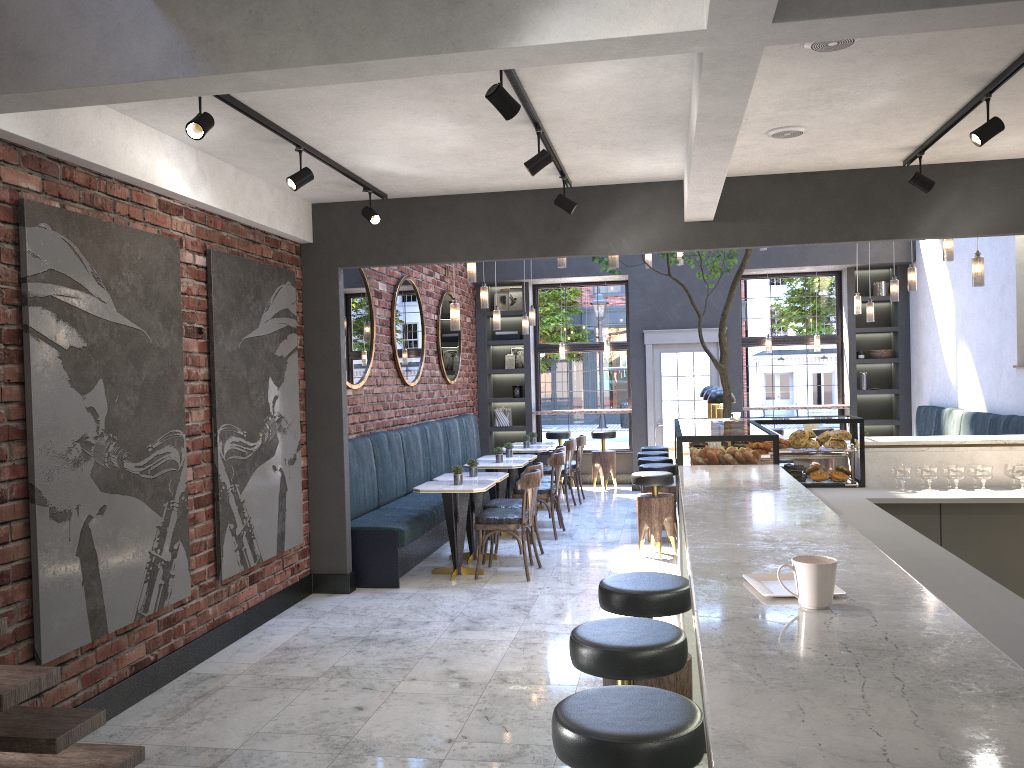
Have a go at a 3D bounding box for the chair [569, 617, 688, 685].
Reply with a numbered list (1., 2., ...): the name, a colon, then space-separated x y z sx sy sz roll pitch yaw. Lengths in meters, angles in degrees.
1. chair: 0.377 1.189 2.809 0.370 0.821 0.372 -1 1 19

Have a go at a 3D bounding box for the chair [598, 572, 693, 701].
1. chair: 0.533 1.179 3.478 0.372 0.821 0.370 -2 1 -27

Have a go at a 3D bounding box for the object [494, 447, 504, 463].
1. object: -0.134 0.728 9.150 0.118 0.165 0.122 -2 1 -12

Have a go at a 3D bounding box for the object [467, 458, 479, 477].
1. object: -0.348 0.744 7.930 0.118 0.165 0.122 -2 1 -12

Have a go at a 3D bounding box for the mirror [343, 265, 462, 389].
1. mirror: -1.106 -0.731 9.580 0.036 1.510 4.772 -1 1 10

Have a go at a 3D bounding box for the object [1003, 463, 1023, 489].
1. object: 3.115 0.571 5.504 0.114 0.147 0.114 -1 1 15

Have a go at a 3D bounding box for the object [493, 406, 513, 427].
1. object: -0.135 0.472 13.170 0.250 0.323 0.241 -1 1 10

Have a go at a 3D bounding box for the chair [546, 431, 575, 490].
1. chair: 0.683 1.099 12.802 0.370 0.821 0.372 -2 1 -27

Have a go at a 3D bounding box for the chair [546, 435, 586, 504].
1. chair: 0.702 1.092 11.400 0.521 0.851 0.497 -1 1 9

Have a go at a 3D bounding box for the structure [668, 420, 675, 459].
1. structure: 2.130 0.975 9.166 0.990 1.050 3.489 -1 1 10

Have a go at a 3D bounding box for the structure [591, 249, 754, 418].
1. structure: 1.922 -1.478 8.158 2.806 5.989 3.744 -2 1 -37

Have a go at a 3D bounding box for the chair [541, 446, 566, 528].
1. chair: 0.339 1.116 9.709 0.521 0.851 0.538 -1 1 4

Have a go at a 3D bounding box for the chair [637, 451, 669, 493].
1. chair: 1.609 1.139 10.021 0.370 0.737 0.372 -2 1 1

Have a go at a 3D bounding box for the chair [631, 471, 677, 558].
1. chair: 1.266 1.165 7.953 0.370 0.737 0.372 -2 1 -37

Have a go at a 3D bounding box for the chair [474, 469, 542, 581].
1. chair: -0.015 1.145 7.324 0.521 0.851 0.538 -1 1 11

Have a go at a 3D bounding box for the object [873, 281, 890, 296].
1. object: 5.103 -1.308 12.253 0.214 0.215 0.213 -1 1 19

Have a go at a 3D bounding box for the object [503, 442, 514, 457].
1. object: -0.033 0.720 9.723 0.118 0.165 0.122 -2 1 -12

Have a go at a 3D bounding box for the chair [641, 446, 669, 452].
1. chair: 1.752 1.129 10.717 0.370 0.737 0.372 -2 1 -37

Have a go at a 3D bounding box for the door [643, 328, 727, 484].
1. door: 2.400 0.358 12.197 1.132 2.219 0.152 -1 1 10

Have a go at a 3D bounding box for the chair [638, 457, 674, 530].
1. chair: 1.519 1.147 9.333 0.370 0.737 0.372 -2 1 -37

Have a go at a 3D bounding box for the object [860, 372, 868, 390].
1. object: 4.852 -0.040 12.240 0.098 0.248 0.098 -2 1 -41

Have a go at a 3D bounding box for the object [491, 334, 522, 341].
1. object: -0.073 -0.689 13.127 0.412 0.084 0.286 -1 1 10

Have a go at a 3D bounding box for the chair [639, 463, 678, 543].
1. chair: 1.431 1.155 8.639 0.372 0.737 0.370 -1 1 37

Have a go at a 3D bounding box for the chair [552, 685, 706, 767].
1. chair: 0.292 1.197 2.158 0.370 0.821 0.372 -2 1 -37

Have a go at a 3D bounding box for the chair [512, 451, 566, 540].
1. chair: 0.292 1.122 9.077 0.521 0.851 0.538 -1 1 11

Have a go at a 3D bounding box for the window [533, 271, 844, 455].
1. window: 1.405 -1.594 6.869 6.405 5.365 12.707 -1 1 10

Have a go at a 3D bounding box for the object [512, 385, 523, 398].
1. object: 0.083 0.113 13.110 0.152 0.181 0.152 -2 1 -42

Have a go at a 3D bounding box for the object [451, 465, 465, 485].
1. object: -0.449 0.751 7.357 0.118 0.165 0.122 -2 1 -12

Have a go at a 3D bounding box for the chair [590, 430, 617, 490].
1. chair: 1.315 1.083 12.668 0.372 0.821 0.370 -2 1 -27

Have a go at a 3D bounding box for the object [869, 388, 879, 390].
1. object: 4.984 0.068 12.192 0.130 0.026 0.130 -2 0 -7

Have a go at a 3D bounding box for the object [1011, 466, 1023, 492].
1. object: 3.093 0.573 5.374 0.114 0.147 0.114 -1 1 15

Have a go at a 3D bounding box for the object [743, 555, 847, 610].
1. object: 0.614 0.403 1.902 0.176 0.097 0.301 -2 1 1

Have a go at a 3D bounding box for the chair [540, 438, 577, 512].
1. chair: 0.535 1.101 10.841 0.521 0.851 0.538 -1 1 11

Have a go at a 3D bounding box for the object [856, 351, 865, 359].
1. object: 4.828 -0.403 12.283 0.116 0.119 0.117 -2 1 -14

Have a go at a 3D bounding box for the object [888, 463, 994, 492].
1. object: 2.673 0.582 5.544 0.575 0.147 0.255 -1 1 10

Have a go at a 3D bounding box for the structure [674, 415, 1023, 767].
1. structure: 2.257 0.895 3.240 3.205 1.300 5.804 -1 1 10

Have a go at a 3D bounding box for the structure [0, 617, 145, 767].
1. structure: -1.984 0.068 1.748 1.000 2.845 3.029 -1 1 10

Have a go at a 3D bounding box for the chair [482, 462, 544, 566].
1. chair: 0.025 1.139 7.904 0.521 0.851 0.538 -1 1 11

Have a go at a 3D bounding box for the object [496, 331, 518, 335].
1. object: -0.077 -0.750 13.138 0.327 0.039 0.227 -2 0 0

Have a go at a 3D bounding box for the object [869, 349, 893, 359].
1. object: 5.104 -0.412 12.258 0.305 0.124 0.304 -1 1 31

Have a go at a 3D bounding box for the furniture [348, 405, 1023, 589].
1. furniture: 1.877 0.931 9.141 6.021 1.151 5.340 -1 1 10
